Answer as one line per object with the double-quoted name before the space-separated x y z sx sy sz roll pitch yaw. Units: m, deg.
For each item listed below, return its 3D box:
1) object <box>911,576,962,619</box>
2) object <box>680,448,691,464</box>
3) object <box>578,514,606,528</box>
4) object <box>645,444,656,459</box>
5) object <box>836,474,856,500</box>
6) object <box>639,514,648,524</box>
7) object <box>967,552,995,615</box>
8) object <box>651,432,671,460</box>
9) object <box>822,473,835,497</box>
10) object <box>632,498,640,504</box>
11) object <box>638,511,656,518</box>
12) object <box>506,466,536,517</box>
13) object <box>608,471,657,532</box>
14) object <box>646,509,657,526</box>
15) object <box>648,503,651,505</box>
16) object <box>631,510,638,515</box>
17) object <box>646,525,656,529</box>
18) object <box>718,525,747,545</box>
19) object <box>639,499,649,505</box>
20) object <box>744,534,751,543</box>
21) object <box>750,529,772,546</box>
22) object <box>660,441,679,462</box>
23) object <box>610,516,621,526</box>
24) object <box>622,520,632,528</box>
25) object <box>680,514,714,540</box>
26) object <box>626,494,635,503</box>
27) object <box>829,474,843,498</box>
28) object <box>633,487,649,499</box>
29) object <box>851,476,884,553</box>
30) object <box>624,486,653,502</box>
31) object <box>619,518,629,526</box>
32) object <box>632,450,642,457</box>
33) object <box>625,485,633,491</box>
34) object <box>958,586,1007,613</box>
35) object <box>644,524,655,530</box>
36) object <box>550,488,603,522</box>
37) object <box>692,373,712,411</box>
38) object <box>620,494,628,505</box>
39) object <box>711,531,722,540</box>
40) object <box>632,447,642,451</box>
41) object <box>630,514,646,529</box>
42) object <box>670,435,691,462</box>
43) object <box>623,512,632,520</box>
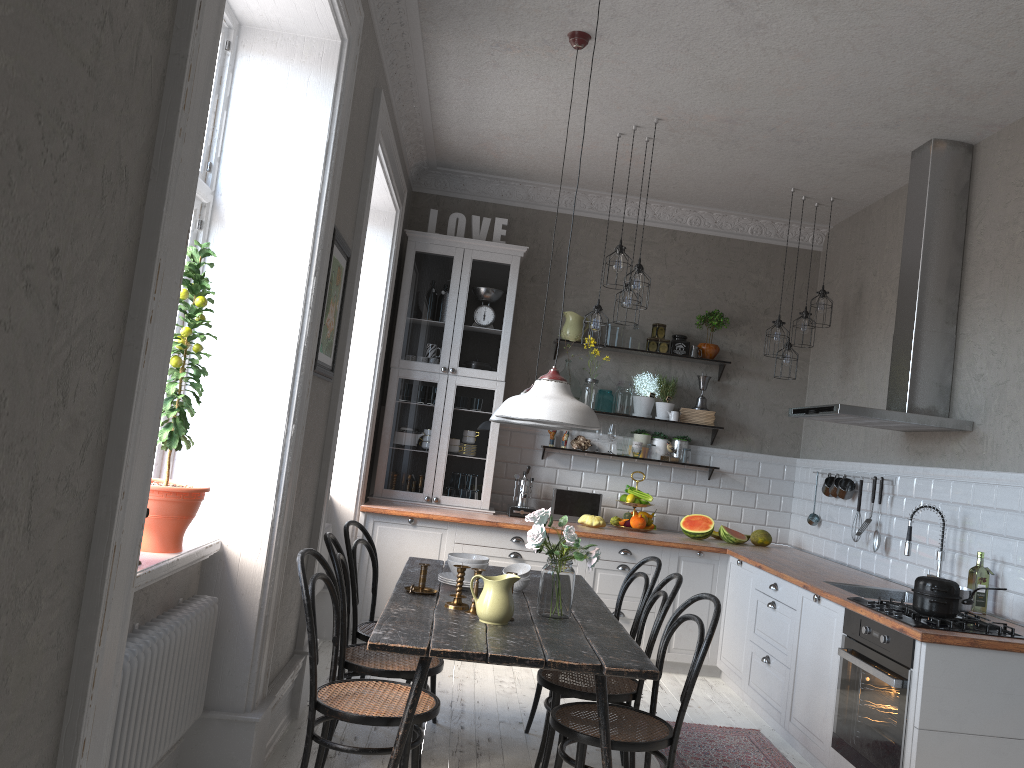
"object" 1.719 0.864 3.591 0.193 0.147 0.190 9 -4 -24
"object" 1.287 0.531 6.549 0.078 0.108 0.077 8 -4 -10
"object" 0.557 0.953 6.158 0.197 0.083 0.188 7 -4 -3
"object" 1.028 0.500 6.553 0.078 0.108 0.077 8 -4 -10
"object" 2.141 0.660 5.671 0.107 0.161 0.138 6 -4 14
"object" 0.924 0.966 6.308 0.087 0.078 0.089 6 -4 23
"object" 2.162 0.917 4.077 0.090 0.282 0.081 7 -4 -3
"object" 1.106 0.464 6.642 0.170 0.214 0.150 5 -4 26
"object" 2.137 0.677 5.925 0.108 0.161 0.137 7 -4 9
"object" 0.880 0.842 6.306 0.064 0.061 0.066 7 -4 -4
"object" 0.969 0.949 6.386 0.128 0.056 0.059 8 -4 -12
"object" 0.087 0.755 6.243 0.206 0.370 0.352 7 -4 -3
"object" 0.886 0.837 6.362 0.356 0.426 0.347 9 -4 -19
"object" 0.996 0.958 6.380 0.060 0.120 0.127 6 -4 21
"object" 0.973 0.857 6.378 0.052 0.050 0.049 7 -4 6
"object" 0.887 0.959 6.420 0.086 0.093 0.086 8 -4 -8
"object" 0.946 1.014 6.422 0.213 0.044 0.055 5 -5 34
"object" 1.555 1.059 6.189 0.227 0.127 0.146 9 -4 -21
"object" 0.934 0.853 6.345 0.077 0.062 0.098 9 -4 -30
"object" 1.641 1.109 6.369 0.204 0.073 0.117 10 -5 -40
"object" 1.781 1.100 6.333 0.208 0.119 0.129 10 -5 -41
"object" 1.179 0.502 6.559 0.121 0.147 0.098 10 -5 -36
"object" 0.754 0.984 6.361 0.075 0.072 0.154 5 -4 26
"object" 0.807 1.002 6.344 0.071 0.076 0.226 9 -4 -21
"object" 1.299 1.006 6.219 0.233 0.174 0.220 6 -4 18
"object" 0.843 0.814 6.290 0.058 0.069 0.079 6 -4 16
"object" 2.144 0.669 5.798 0.108 0.161 0.136 7 -4 -1
"object" 0.932 0.799 6.410 0.179 0.096 0.089 6 -4 16
"object" 2.120 0.768 5.293 0.081 0.443 0.328 7 -4 -2
"object" 0.908 0.782 6.341 0.210 0.101 0.067 7 -4 2
"object" 0.794 0.990 6.328 0.084 0.057 0.089 5 -4 28
"object" 0.912 0.510 6.487 0.078 0.051 0.076 8 -4 -11
"object" 0.845 0.752 6.342 0.074 0.058 0.050 9 -4 -27
"object" 1.974 0.920 3.839 0.298 0.134 0.178 5 -4 31
"object" 0.967 1.018 6.301 0.088 0.051 0.069 3 -5 44
"object" 0.460 0.882 6.357 0.353 0.226 0.088 7 -4 -5
"object" 1.432 0.057 6.656 0.132 0.288 0.129 9 -4 -19
"object" 0.823 0.832 6.362 0.097 0.078 0.100 8 -4 -17
"object" 1.517 1.102 6.455 0.198 0.067 0.103 7 -4 2
"object" 0.914 0.493 6.488 0.078 0.051 0.076 8 -4 -11
"object" 0.886 0.968 6.230 0.115 0.111 0.109 10 -5 -36
"object" 1.269 0.487 6.664 0.159 0.213 0.152 8 -4 -6
"object" 0.854 0.966 6.424 0.077 0.076 0.156 6 -4 23
